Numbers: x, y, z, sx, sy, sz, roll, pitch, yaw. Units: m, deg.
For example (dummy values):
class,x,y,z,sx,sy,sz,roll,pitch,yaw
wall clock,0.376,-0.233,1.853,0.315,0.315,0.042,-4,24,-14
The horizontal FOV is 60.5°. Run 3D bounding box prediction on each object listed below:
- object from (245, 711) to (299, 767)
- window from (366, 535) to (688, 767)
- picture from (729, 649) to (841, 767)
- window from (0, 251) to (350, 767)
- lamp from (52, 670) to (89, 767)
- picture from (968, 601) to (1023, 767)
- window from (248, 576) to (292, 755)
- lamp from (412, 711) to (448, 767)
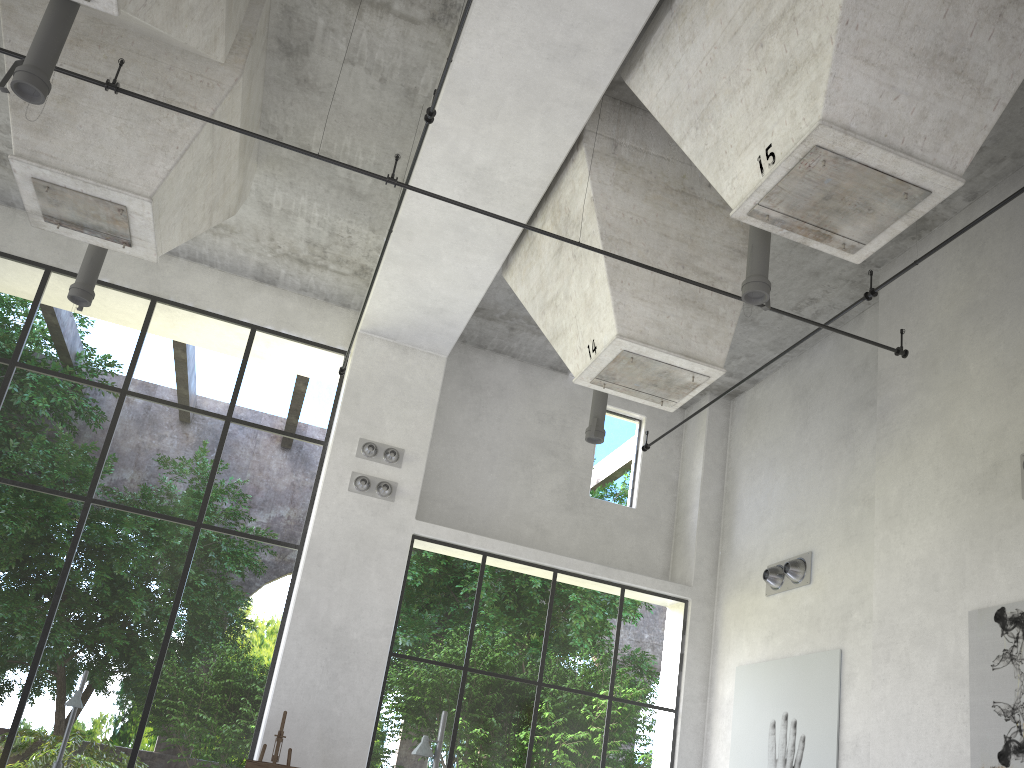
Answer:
class,x,y,z,sx,sy,sz,roll,pitch,yaw
object,-2.984,5.053,10.707,0.699,2.051,0.710,14,-21,-13
window,0.301,4.997,12.625,4.601,4.683,0.021,16,-20,-15
picture,3.457,5.067,11.421,0.020,2.887,2.427,14,-22,-13
window,-5.971,2.179,12.035,6.014,7.512,0.069,16,-20,-15
lamp,-5.095,4.280,9.840,0.584,2.059,0.617,15,-21,-14
picture,4.558,3.084,6.930,0.020,2.887,2.445,14,-22,-13
window,-5.271,-1.290,2.714,102.065,19.574,99.504,28,-31,-34
lamp,-0.780,3.974,7.759,0.601,2.059,0.600,15,-21,-14
